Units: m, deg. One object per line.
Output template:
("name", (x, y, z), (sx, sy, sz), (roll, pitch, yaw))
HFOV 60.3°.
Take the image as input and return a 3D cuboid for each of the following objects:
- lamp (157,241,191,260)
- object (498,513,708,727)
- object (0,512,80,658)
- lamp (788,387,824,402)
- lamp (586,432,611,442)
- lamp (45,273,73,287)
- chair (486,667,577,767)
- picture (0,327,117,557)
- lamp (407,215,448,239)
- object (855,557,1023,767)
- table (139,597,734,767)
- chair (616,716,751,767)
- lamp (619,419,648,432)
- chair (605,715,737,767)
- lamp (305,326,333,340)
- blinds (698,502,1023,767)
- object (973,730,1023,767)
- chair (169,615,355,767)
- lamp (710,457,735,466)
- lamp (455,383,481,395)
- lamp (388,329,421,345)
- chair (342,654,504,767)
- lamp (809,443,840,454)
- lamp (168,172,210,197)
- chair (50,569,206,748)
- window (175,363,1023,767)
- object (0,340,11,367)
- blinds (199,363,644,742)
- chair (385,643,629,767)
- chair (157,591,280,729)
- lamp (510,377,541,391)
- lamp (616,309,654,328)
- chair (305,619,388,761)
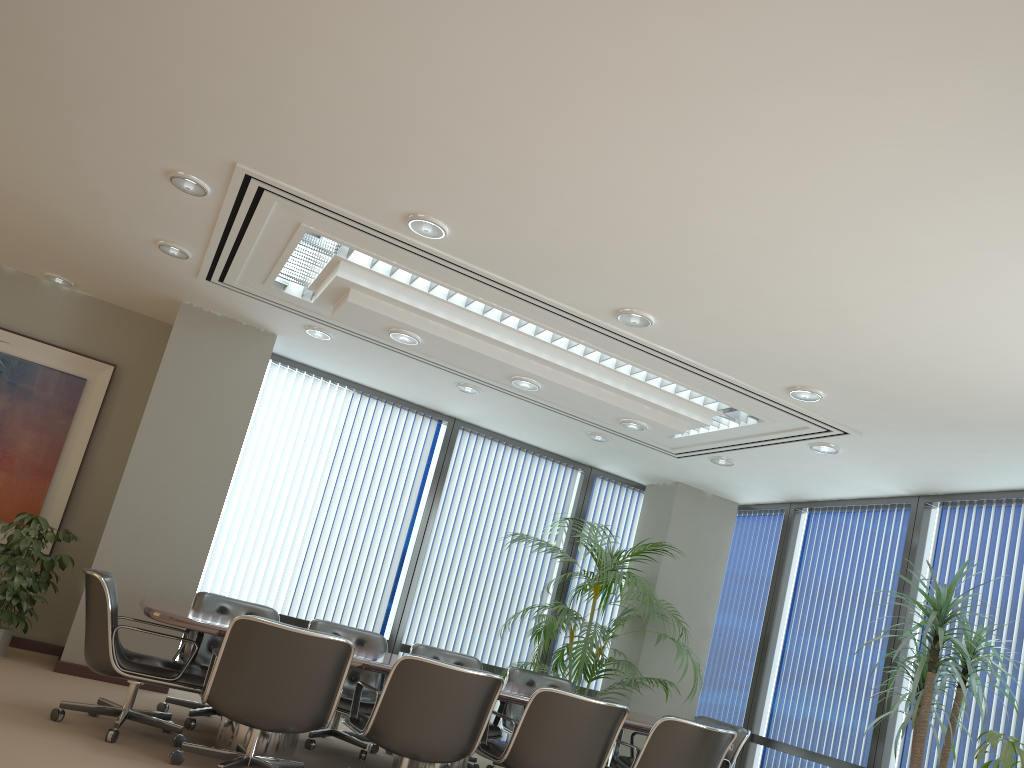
("lamp", (-2.305, -0.906, 6.013), (0.225, 0.034, 0.229), (16, -16, -5))
("object", (0.737, 2.432, 8.367), (2.168, 2.430, 2.131), (15, -13, -1))
("object", (-3.868, 1.516, 6.756), (0.733, 1.072, 0.818), (12, -13, 10))
("lamp", (1.893, 0.072, 5.689), (0.225, 0.034, 0.230), (14, -16, 2))
("lamp", (0.792, 0.495, 8.090), (0.225, 0.034, 0.230), (14, -16, 2))
("lamp", (-3.828, -0.874, 7.448), (0.226, 0.034, 0.229), (18, -16, -11))
("chair", (0.272, 2.811, 7.148), (0.766, 0.842, 0.863), (18, -14, -16))
("picture", (-4.252, 0.436, 7.353), (1.312, 1.713, 0.058), (20, -12, -22))
("lamp", (-0.449, -0.826, 4.670), (0.229, 0.034, 0.226), (24, -18, -31))
("object", (2.761, 2.302, 5.824), (1.013, 2.269, 1.056), (4, -15, 42))
("table", (-0.495, 2.314, 5.933), (4.119, 0.735, 1.521), (21, -16, -22))
("chair", (1.281, 2.929, 6.675), (0.863, 0.842, 0.766), (20, -14, -22))
("lamp", (0.925, 0.321, 6.713), (0.225, 0.034, 0.230), (14, -16, 2))
("chair", (0.914, 2.548, 5.695), (0.746, 0.842, 0.858), (21, -15, -26))
("lamp", (-1.550, -0.403, 7.071), (0.225, 0.034, 0.229), (16, -16, -5))
("blinds", (2.979, 2.435, 7.437), (0.051, 2.848, 4.979), (19, -15, -21))
("object", (2.736, 2.592, 4.787), (0.975, 1.287, 0.878), (5, -16, 38))
("chair", (-1.326, 1.692, 4.726), (0.761, 0.842, 0.867), (19, -14, -18))
("lamp", (1.866, 0.692, 7.828), (0.226, 0.034, 0.229), (18, -16, -11))
("lamp", (-0.379, 0.046, 7.581), (0.225, 0.034, 0.230), (14, -16, 2))
("lamp", (-0.731, -0.313, 5.993), (0.225, 0.034, 0.229), (16, -16, -5))
("chair", (-0.535, 1.980, 5.021), (0.768, 0.842, 0.860), (20, -14, -21))
("lamp", (2.377, 0.495, 6.712), (0.229, 0.034, 0.226), (24, -18, -31))
("lamp", (-1.794, -1.103, 4.897), (0.227, 0.034, 0.228), (20, -17, -18))
("chair", (-2.198, 1.596, 5.161), (0.863, 0.842, 0.766), (20, -14, -22))
("window", (1.302, 2.226, 8.160), (7.328, 2.856, 3.630), (8, -15, 22))
("object", (-2.423, 0.213, 3.070), (0.802, 1.797, 0.837), (4, -15, 42))
("blinds", (-0.443, 1.975, 8.851), (4.955, 2.853, 0.032), (20, -12, -22))
("chair", (-0.140, 2.399, 6.104), (0.767, 0.840, 2.553), (19, -16, -21))
("chair", (-1.960, 1.956, 6.179), (0.770, 0.842, 0.858), (21, -15, -26))
("lamp", (0.097, 0.004, 6.353), (0.225, 0.034, 0.230), (14, -16, 2))
("lamp", (0.722, -0.377, 5.179), (0.225, 0.034, 0.230), (14, -16, 2))
("chair", (-1.232, 2.248, 6.540), (0.768, 0.842, 0.860), (20, -14, -21))
